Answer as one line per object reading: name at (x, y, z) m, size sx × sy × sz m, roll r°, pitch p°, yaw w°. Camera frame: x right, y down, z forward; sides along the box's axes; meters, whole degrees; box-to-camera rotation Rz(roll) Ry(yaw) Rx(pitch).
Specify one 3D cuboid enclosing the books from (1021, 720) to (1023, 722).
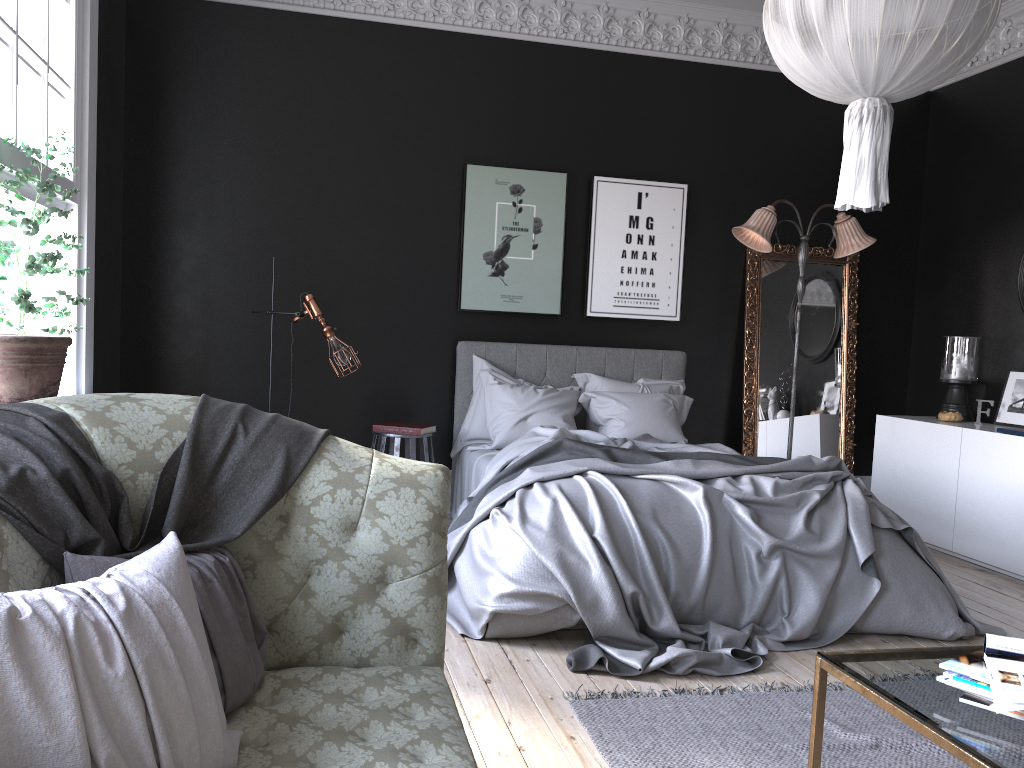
books at (1.154, 0.710, 1.972) m, size 0.162 × 0.023 × 0.231 m, roll 2°, pitch 3°, yaw -12°

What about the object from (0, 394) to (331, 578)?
object at (-0.981, 0.329, 2.229) m, size 0.516 × 0.586 × 1.366 m, roll 5°, pitch 4°, yaw 36°

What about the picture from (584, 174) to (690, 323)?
picture at (0.960, -1.028, 6.792) m, size 0.792 × 1.080 × 0.014 m, roll 2°, pitch 4°, yaw -13°

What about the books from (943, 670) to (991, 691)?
books at (1.165, 0.662, 1.949) m, size 0.252 × 0.011 × 0.318 m, roll 0°, pitch 4°, yaw -41°

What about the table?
table at (1.464, 1.031, 1.729) m, size 1.093 × 0.559 × 1.447 m, roll 2°, pitch 3°, yaw -13°

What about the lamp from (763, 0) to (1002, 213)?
lamp at (1.312, -1.643, 3.130) m, size 0.781 × 2.051 × 0.783 m, roll 5°, pitch 5°, yaw 31°

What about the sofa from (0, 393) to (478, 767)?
sofa at (-0.684, 0.678, 1.337) m, size 1.606 × 1.162 × 2.809 m, roll 2°, pitch 3°, yaw -12°

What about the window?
window at (-2.064, -1.383, 3.755) m, size 0.056 × 1.018 × 1.261 m, roll 2°, pitch 3°, yaw -13°

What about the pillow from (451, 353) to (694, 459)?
pillow at (0.503, 0.197, 6.333) m, size 1.830 × 0.761 × 0.679 m, roll 2°, pitch 4°, yaw -13°

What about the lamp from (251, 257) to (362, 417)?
lamp at (-1.791, 0.052, 5.885) m, size 1.717 × 1.781 × 0.436 m, roll 4°, pitch 4°, yaw 25°

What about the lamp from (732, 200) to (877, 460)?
lamp at (2.073, -0.113, 6.488) m, size 0.986 × 2.414 × 0.772 m, roll 4°, pitch 4°, yaw 20°

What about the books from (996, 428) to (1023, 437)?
books at (3.206, 0.306, 5.533) m, size 0.193 × 0.030 × 0.289 m, roll 2°, pitch 3°, yaw -7°

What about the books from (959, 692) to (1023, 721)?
books at (1.174, 0.697, 1.908) m, size 0.318 × 0.011 × 0.252 m, roll 6°, pitch 4°, yaw 44°

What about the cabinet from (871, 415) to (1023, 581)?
cabinet at (3.321, 0.758, 5.744) m, size 0.570 × 0.883 × 2.393 m, roll 2°, pitch 3°, yaw -13°

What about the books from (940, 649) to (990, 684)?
books at (1.165, 0.651, 1.957) m, size 0.252 × 0.011 × 0.318 m, roll 1°, pitch 4°, yaw -36°

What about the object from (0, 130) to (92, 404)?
object at (-1.870, -0.413, 3.437) m, size 0.505 × 1.135 × 0.474 m, roll 5°, pitch 4°, yaw 27°

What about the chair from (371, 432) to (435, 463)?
chair at (-0.751, 0.657, 6.010) m, size 0.613 × 0.674 × 0.613 m, roll 5°, pitch 4°, yaw 31°

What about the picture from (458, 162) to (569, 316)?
picture at (0.015, -1.063, 6.575) m, size 0.792 × 1.080 × 0.014 m, roll 2°, pitch 4°, yaw -13°

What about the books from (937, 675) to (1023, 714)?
books at (1.156, 0.683, 1.947) m, size 0.252 × 0.011 × 0.318 m, roll 1°, pitch 3°, yaw -31°

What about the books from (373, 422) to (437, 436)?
books at (-0.723, 0.300, 5.987) m, size 0.346 × 0.045 × 0.275 m, roll 4°, pitch 3°, yaw 17°

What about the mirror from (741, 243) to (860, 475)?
mirror at (2.315, -0.017, 7.097) m, size 0.991 × 2.195 × 0.254 m, roll 2°, pitch 4°, yaw -13°

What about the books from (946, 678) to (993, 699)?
books at (1.162, 0.674, 1.931) m, size 0.252 × 0.011 × 0.318 m, roll 0°, pitch 4°, yaw -41°

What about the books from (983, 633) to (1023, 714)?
books at (1.192, 0.643, 1.881) m, size 0.322 × 0.109 × 0.272 m, roll 4°, pitch 3°, yaw 22°

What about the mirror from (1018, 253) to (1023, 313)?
mirror at (3.694, -0.735, 5.845) m, size 0.061 × 0.925 × 0.923 m, roll 2°, pitch 4°, yaw -13°

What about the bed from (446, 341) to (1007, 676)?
bed at (0.681, 0.447, 5.253) m, size 2.766 × 1.300 × 3.279 m, roll 1°, pitch 3°, yaw -24°

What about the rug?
rug at (1.588, 1.299, 1.828) m, size 2.106 × 0.050 × 3.640 m, roll 2°, pitch 3°, yaw -12°

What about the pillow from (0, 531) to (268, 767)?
pillow at (-0.746, 0.539, 1.843) m, size 0.405 × 0.462 × 0.962 m, roll 2°, pitch 3°, yaw -5°
